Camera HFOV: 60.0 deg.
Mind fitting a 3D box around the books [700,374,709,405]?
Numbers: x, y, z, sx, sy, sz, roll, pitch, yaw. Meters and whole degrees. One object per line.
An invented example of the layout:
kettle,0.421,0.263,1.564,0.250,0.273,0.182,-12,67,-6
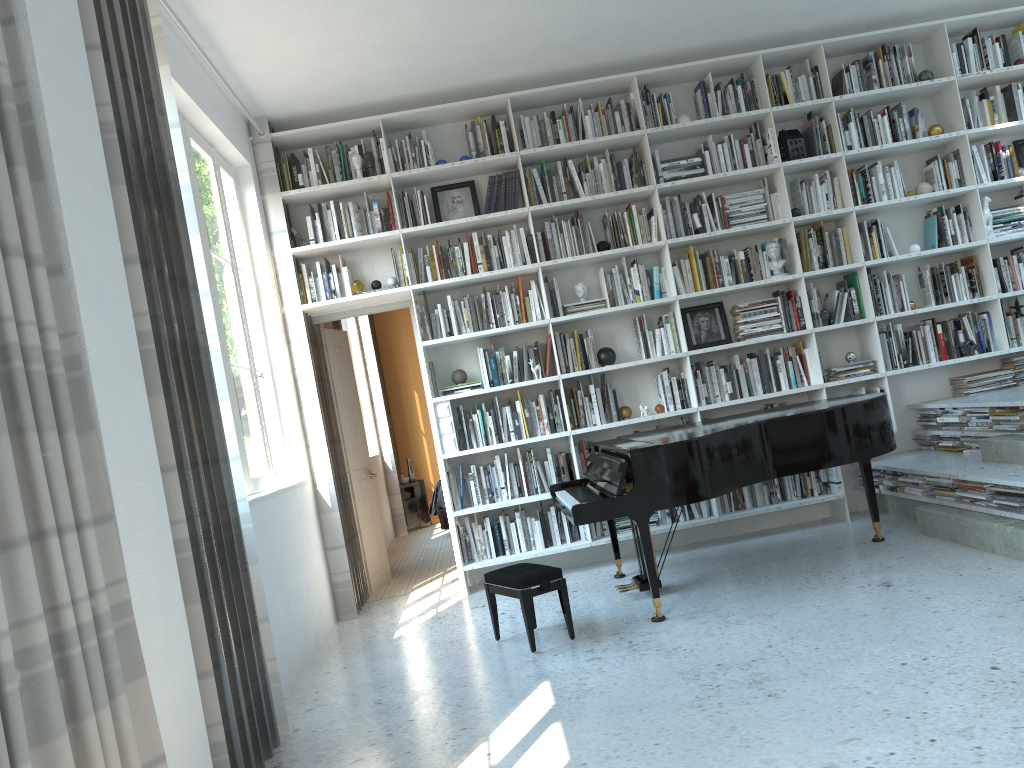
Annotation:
books,1.269,0.038,5.940,0.024,0.208,0.170,-10,-1,-3

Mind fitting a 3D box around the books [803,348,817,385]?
books,1.975,-0.111,5.953,0.033,0.246,0.176,-10,-1,-3

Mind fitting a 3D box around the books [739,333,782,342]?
books,1.664,-0.307,5.963,0.254,0.012,0.161,-10,-2,-6

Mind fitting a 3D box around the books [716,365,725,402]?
books,1.376,0.001,5.954,0.021,0.244,0.141,-10,-1,-3

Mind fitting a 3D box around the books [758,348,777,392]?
books,1.715,-0.089,5.954,0.012,0.296,0.178,-10,-1,-3

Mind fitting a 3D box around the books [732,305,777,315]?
books,1.629,-0.496,5.967,0.254,0.012,0.161,-10,-2,-6

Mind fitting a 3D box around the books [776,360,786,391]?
books,1.779,-0.054,5.952,0.023,0.204,0.167,-10,-1,-3

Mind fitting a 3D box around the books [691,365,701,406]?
books,1.219,0.013,5.937,0.011,0.275,0.146,-10,-1,-3

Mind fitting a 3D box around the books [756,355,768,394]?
books,1.660,-0.061,5.954,0.010,0.261,0.181,-10,-1,-3

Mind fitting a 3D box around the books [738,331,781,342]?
books,1.662,-0.319,5.968,0.254,0.012,0.161,-10,-2,0

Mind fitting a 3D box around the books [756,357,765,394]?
books,1.650,-0.054,5.964,0.011,0.251,0.158,-10,-1,-3

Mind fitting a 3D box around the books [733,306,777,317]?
books,1.631,-0.484,5.969,0.254,0.012,0.161,-10,-2,-5

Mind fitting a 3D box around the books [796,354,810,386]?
books,1.945,-0.091,5.956,0.011,0.216,0.166,-10,-1,-3

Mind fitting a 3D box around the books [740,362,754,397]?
books,1.567,-0.031,5.954,0.031,0.237,0.159,-10,-1,-3

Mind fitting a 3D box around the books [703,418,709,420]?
books,1.310,0.369,5.867,0.012,0.284,0.137,-10,-1,-3

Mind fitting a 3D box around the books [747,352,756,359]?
books,1.634,-0.068,5.970,0.014,0.286,0.134,-10,-1,-3

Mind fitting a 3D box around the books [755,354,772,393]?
books,1.678,-0.066,5.948,0.028,0.264,0.161,-10,-1,-3

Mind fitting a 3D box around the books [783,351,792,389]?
books,1.829,-0.089,5.974,0.014,0.256,0.145,-10,-1,-3

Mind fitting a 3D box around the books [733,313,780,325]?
books,1.641,-0.437,5.963,0.285,0.012,0.159,-11,-2,3

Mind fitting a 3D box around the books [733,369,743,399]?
books,1.496,0.002,5.936,0.023,0.196,0.165,-10,-1,-3

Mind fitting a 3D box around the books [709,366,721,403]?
books,1.340,0.006,5.937,0.027,0.245,0.179,-10,-1,-3

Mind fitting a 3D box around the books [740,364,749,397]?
books,1.542,-0.018,5.960,0.025,0.220,0.140,-10,-1,-3

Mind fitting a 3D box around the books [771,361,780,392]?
books,1.742,-0.048,5.951,0.024,0.207,0.183,-10,-1,-3

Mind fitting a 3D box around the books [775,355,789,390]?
books,1.799,-0.073,5.953,0.023,0.234,0.175,-10,-1,-3

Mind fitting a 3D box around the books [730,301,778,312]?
books,1.625,-0.520,5.964,0.285,0.012,0.159,-10,-2,-7

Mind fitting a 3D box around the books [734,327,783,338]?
books,1.657,-0.342,5.971,0.285,0.012,0.159,-10,-2,-3

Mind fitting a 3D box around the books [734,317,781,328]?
books,1.645,-0.413,5.962,0.285,0.012,0.159,-11,-2,3

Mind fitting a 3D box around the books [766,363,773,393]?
books,1.707,-0.039,5.963,0.021,0.202,0.128,-10,-1,-3

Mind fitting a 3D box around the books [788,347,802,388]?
books,1.880,-0.107,5.964,0.026,0.272,0.175,-10,-1,-3

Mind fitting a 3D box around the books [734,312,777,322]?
books,1.638,-0.448,5.968,0.254,0.012,0.161,-11,-2,1

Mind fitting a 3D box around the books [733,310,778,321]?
books,1.636,-0.460,5.968,0.254,0.012,0.161,-10,-2,-5

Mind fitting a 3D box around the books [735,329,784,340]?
books,1.660,-0.331,5.961,0.285,0.012,0.159,-10,-2,-7

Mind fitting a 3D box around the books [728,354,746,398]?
books,1.511,-0.048,5.951,0.026,0.291,0.152,-10,-1,-3

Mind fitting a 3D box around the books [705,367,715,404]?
books,1.314,0.010,5.953,0.024,0.247,0.132,-10,-1,-3

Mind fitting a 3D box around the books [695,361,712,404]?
books,1.285,-0.006,5.959,0.027,0.290,0.140,-10,-1,-3

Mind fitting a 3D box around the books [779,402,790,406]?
books,1.834,0.268,5.890,0.015,0.293,0.169,-10,-1,-3

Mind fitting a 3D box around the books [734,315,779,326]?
books,1.643,-0.425,5.963,0.254,0.012,0.161,-10,-2,-7

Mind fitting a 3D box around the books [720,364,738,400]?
books,1.453,-0.011,5.937,0.029,0.238,0.166,-10,-1,-3

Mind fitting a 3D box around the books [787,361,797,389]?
books,1.854,-0.057,5.950,0.023,0.183,0.169,-10,-1,-3

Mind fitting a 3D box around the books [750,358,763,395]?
books,1.619,-0.045,5.945,0.026,0.245,0.191,-10,-1,-3

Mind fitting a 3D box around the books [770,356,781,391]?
books,1.757,-0.065,5.963,0.014,0.235,0.154,-10,-1,-3

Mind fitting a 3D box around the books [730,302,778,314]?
books,1.627,-0.508,5.971,0.285,0.012,0.159,-10,-2,0

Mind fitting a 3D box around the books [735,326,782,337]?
books,1.655,-0.355,5.961,0.285,0.012,0.159,-11,-2,3

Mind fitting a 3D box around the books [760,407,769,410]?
books,1.706,0.296,5.893,0.012,0.285,0.159,-10,-1,-3

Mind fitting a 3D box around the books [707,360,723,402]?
books,1.357,-0.016,5.935,0.013,0.282,0.166,-10,-1,-3

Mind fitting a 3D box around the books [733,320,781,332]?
books,1.649,-0.389,5.971,0.285,0.012,0.159,-10,-2,-1

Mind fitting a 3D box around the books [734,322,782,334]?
books,1.651,-0.377,5.974,0.285,0.012,0.159,-10,-2,-2

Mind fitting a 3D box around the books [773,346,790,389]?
books,1.812,-0.105,5.966,0.014,0.293,0.137,-10,-1,-3

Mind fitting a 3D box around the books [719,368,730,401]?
books,1.401,0.009,5.932,0.023,0.217,0.174,-10,-1,-3

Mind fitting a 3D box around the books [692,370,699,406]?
books,1.201,0.033,5.943,0.029,0.244,0.154,-10,-1,-3

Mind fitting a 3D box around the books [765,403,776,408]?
books,1.742,0.280,5.881,0.013,0.303,0.181,-10,-1,-3

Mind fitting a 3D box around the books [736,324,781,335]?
books,1.653,-0.366,5.962,0.254,0.012,0.161,-10,-2,-7

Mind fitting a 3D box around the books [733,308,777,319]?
books,1.634,-0.472,5.966,0.254,0.012,0.161,-10,-2,-6

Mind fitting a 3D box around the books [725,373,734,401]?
books,1.430,0.021,5.928,0.029,0.184,0.174,-10,-1,-3

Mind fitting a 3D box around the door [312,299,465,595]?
door,-0.909,0.481,6.401,0.834,1.980,0.786,-10,-1,-2

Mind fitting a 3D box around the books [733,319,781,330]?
books,1.647,-0.401,5.969,0.285,0.012,0.159,-10,-2,0

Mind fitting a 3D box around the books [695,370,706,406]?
books,1.242,0.030,5.927,0.027,0.234,0.167,-10,-1,-3

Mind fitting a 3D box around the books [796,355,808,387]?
books,1.920,-0.084,5.954,0.042,0.212,0.169,-10,-1,-3

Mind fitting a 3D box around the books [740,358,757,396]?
books,1.592,-0.044,5.971,0.025,0.254,0.136,-10,-1,-3

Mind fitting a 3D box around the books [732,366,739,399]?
books,1.474,-0.011,5.948,0.013,0.230,0.139,-10,-1,-3
